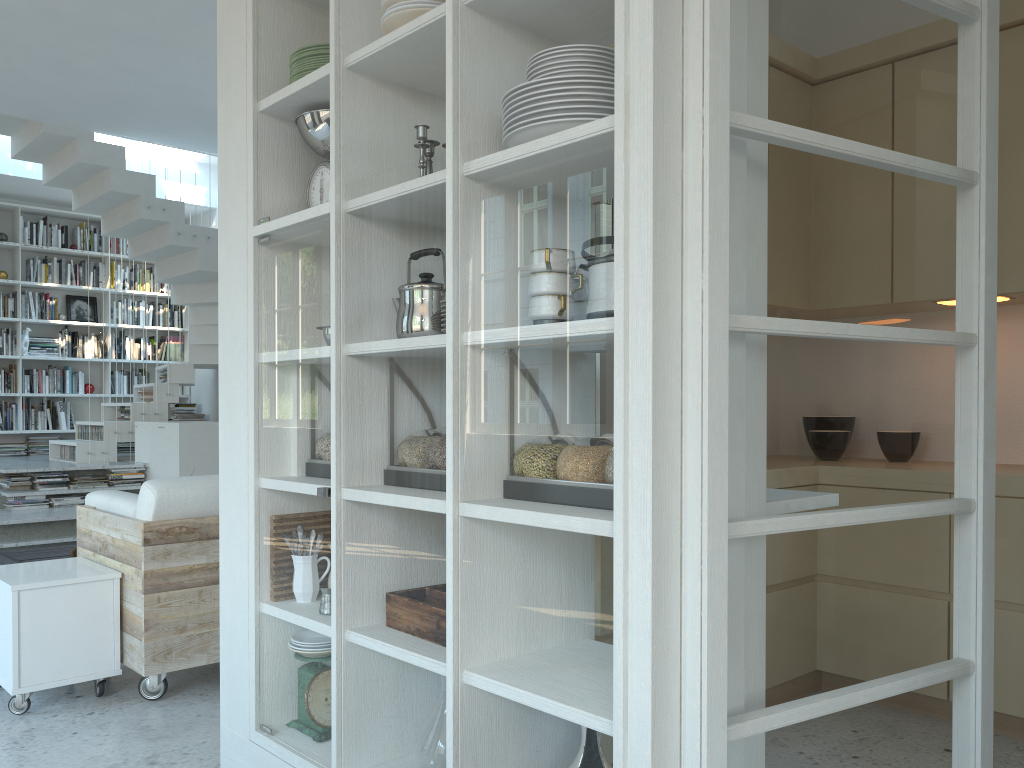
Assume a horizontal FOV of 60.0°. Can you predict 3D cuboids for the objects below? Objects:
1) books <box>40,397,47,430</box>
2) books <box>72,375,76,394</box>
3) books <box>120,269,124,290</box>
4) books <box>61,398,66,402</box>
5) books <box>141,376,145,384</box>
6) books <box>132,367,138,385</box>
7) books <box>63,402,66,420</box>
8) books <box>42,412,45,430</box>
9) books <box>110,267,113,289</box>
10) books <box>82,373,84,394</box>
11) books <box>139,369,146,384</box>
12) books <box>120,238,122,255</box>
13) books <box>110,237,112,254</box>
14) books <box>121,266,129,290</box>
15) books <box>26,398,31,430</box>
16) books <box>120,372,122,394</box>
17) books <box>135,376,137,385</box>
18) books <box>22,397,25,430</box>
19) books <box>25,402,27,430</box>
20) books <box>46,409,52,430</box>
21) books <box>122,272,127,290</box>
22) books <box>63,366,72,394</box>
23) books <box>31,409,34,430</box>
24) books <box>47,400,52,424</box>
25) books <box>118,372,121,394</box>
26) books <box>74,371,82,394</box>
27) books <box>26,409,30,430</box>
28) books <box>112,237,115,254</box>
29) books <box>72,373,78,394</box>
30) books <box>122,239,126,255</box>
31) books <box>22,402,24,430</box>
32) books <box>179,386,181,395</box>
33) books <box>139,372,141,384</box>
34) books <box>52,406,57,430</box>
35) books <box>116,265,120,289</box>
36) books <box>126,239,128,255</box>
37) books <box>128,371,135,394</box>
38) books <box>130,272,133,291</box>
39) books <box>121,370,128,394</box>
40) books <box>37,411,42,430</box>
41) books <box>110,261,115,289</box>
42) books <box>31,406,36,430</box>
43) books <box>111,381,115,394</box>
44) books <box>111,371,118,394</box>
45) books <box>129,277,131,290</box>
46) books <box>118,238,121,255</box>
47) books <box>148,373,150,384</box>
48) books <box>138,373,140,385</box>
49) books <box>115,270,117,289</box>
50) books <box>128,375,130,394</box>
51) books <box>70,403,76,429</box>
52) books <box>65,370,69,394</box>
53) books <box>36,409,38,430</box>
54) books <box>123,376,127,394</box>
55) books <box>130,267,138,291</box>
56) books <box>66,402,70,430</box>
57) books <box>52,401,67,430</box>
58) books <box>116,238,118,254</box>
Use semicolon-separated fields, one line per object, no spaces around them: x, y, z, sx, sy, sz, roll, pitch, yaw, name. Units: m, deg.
-4.774;0.024;9.023;0.014;0.333;0.168;1;-1;-42;books
-4.574;-0.276;9.201;0.030;0.201;0.189;1;-1;-42;books
-4.183;-1.390;9.473;0.049;0.224;0.161;1;-1;-42;books
-4.641;0.028;9.168;0.012;0.326;0.136;1;-1;-42;books
-4.048;-0.279;9.675;0.021;0.205;0.174;1;-1;-42;books
-4.103;-0.325;9.650;0.013;0.297;0.141;1;-1;-42;books
-4.646;0.048;9.155;0.012;0.285;0.159;1;-1;-42;books
-4.791;0.099;9.011;0.024;0.185;0.149;1;-1;-42;books
-4.273;-1.425;9.420;0.036;0.294;0.135;1;-1;-42;books
-4.513;-0.287;9.267;0.027;0.223;0.170;1;-1;-42;books
-4.042;-0.319;9.693;0.011;0.284;0.161;1;-1;-42;books
-4.218;-1.760;9.540;0.022;0.229;0.174;1;-1;-42;books
-4.291;-1.802;9.474;0.011;0.313;0.172;1;-1;-42;books
-4.145;-1.410;9.520;0.023;0.263;0.158;1;-1;-42;books
-4.884;0.028;8.949;0.013;0.327;0.130;1;-1;-42;books
-4.218;-0.297;9.533;0.022;0.242;0.151;1;-1;-42;books
-4.118;-0.277;9.636;0.027;0.201;0.164;1;-1;-42;books
-4.920;0.023;8.899;0.014;0.337;0.132;1;-1;-42;books
-4.911;0.048;8.910;0.015;0.287;0.138;1;-1;-42;books
-4.749;0.082;9.043;0.052;0.217;0.184;1;-1;-42;books
-4.152;-1.375;9.493;0.024;0.193;0.189;1;-1;-42;books
-4.600;-0.320;9.173;0.026;0.290;0.181;1;-1;-42;books
-4.863;0.084;8.952;0.023;0.214;0.163;1;-1;-42;books
-4.741;0.039;9.081;0.010;0.304;0.131;1;-1;-42;books
-4.240;-0.294;9.512;0.037;0.236;0.153;1;-1;-42;books
-4.531;-0.293;9.249;0.025;0.235;0.181;1;-1;-42;books
-4.901;0.084;8.934;0.033;0.213;0.140;1;-1;-42;books
-4.280;-1.783;9.501;0.022;0.275;0.160;1;-1;-42;books
-4.560;-0.285;9.235;0.037;0.218;0.139;1;-1;-42;books
-4.196;-1.768;9.569;0.023;0.244;0.182;1;-1;-42;books
-4.933;0.048;8.893;0.012;0.286;0.158;1;-1;-42;books
-3.763;-0.267;9.949;0.028;0.181;0.167;1;-1;-42;books
-4.085;-0.297;9.680;0.027;0.242;0.131;1;-1;-42;books
-4.714;0.071;9.081;0.031;0.239;0.171;1;-1;-42;books
-4.203;-1.410;9.440;0.026;0.263;0.189;1;-1;-42;books
-4.176;-1.799;9.590;0.012;0.306;0.184;1;-1;-42;books
-4.129;-0.300;9.588;0.027;0.248;0.184;1;-1;-42;books
-4.104;-1.384;9.567;0.025;0.211;0.134;1;-1;-42;books
-4.189;-0.310;9.578;0.024;0.267;0.133;1;-1;-42;books
-4.816;0.097;8.998;0.030;0.188;0.140;1;-1;-42;books
-4.240;-1.425;9.418;0.010;0.294;0.183;1;-1;-42;books
-4.843;0.069;8.957;0.015;0.243;0.156;1;-1;-42;books
-4.307;-0.313;9.461;0.085;0.278;0.159;1;-1;-42;books
-4.257;-0.302;9.487;0.024;0.252;0.175;1;-1;-42;books
-4.150;-1.378;9.570;0.038;0.199;0.170;1;-1;-42;books
-4.228;-1.780;9.526;0.012;0.269;0.184;1;-1;-42;books
-4.012;-0.296;9.729;0.013;0.240;0.166;1;-1;-42;books
-4.089;-0.291;9.654;0.014;0.230;0.172;1;-1;-42;books
-4.227;-1.381;9.429;0.024;0.205;0.165;1;-1;-42;books
-4.166;-0.280;9.589;0.025;0.208;0.149;1;-1;-42;books
-4.586;0.054;9.200;0.062;0.274;0.148;1;-1;-42;books
-4.616;-0.297;9.154;0.023;0.244;0.189;1;-1;-42;books
-4.835;0.086;8.979;0.025;0.210;0.137;1;-1;-42;books
-4.196;-0.277;9.546;0.029;0.201;0.172;1;-1;-42;books
-4.074;-1.405;9.569;0.023;0.254;0.189;1;-1;-42;books
-4.612;0.047;9.164;0.025;0.287;0.160;1;-1;-42;books
-4.647;0.045;9.085;0.075;0.291;0.255;1;-1;-42;books
-4.246;-1.789;9.527;0.013;0.286;0.150;1;-1;-42;books
